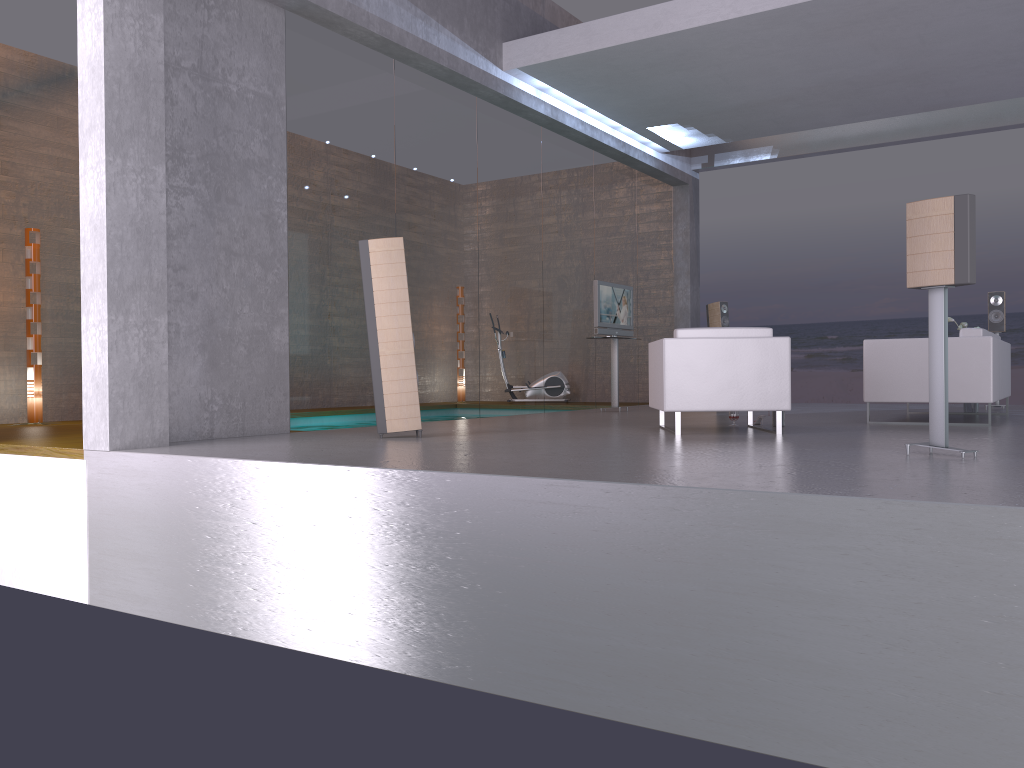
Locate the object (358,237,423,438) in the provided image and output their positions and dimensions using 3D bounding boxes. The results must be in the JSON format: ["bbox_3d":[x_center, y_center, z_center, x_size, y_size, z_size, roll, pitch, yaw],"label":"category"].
[{"bbox_3d":[-0.901,-0.340,6.557,0.444,1.473,0.244,-1,1,-13],"label":"object"}]

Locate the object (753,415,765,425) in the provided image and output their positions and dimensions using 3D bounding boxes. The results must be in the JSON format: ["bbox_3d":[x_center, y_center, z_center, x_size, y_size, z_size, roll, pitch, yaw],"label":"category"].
[{"bbox_3d":[2.163,0.314,7.789,0.079,0.087,0.235,-1,0,-1],"label":"object"}]

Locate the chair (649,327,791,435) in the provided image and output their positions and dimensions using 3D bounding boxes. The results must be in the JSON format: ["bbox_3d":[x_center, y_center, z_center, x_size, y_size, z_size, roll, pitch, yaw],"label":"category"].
[{"bbox_3d":[1.612,-0.032,7.061,0.936,0.808,1.026,-1,0,2],"label":"chair"}]

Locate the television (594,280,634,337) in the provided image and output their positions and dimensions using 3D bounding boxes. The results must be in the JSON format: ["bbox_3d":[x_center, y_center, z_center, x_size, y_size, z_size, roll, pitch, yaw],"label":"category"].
[{"bbox_3d":[1.265,-0.920,10.967,0.054,0.644,1.000,0,1,32],"label":"television"}]

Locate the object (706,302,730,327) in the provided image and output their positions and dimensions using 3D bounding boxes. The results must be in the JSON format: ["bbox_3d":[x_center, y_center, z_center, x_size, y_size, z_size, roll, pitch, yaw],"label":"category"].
[{"bbox_3d":[2.950,-0.428,12.630,0.244,1.469,0.444,-1,1,-33],"label":"object"}]

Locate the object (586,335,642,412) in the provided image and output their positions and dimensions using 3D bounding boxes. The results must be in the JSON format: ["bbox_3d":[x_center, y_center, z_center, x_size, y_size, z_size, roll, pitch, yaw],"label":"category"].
[{"bbox_3d":[1.273,-0.141,10.977,0.360,0.958,0.818,0,1,32],"label":"object"}]

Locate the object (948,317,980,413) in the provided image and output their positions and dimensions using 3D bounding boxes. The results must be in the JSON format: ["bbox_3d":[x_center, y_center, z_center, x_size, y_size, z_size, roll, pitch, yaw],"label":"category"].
[{"bbox_3d":[5.001,-0.213,9.667,0.400,1.051,0.387,-1,1,-20],"label":"object"}]

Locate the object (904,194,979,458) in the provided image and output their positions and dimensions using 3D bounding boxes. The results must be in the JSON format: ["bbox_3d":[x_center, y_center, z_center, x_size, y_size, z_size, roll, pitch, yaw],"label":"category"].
[{"bbox_3d":[2.287,-0.301,4.725,0.243,1.363,0.333,-1,1,-27],"label":"object"}]

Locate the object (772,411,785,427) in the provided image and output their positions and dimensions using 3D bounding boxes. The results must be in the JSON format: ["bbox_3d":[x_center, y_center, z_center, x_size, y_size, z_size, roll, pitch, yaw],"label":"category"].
[{"bbox_3d":[2.245,0.142,7.472,0.109,0.435,0.109,-1,1,-31],"label":"object"}]

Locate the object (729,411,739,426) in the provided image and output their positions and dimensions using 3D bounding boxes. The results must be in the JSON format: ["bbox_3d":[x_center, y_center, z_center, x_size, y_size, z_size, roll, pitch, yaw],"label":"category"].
[{"bbox_3d":[1.931,0.245,7.718,0.091,0.233,0.091,-1,1,-30],"label":"object"}]

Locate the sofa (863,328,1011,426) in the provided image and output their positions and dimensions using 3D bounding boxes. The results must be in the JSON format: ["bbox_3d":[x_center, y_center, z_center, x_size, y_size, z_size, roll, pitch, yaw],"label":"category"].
[{"bbox_3d":[4.117,-0.078,8.492,1.026,0.824,2.353,0,1,32],"label":"sofa"}]

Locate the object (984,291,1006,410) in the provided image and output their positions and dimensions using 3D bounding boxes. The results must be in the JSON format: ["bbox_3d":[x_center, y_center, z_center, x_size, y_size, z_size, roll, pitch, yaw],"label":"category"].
[{"bbox_3d":[5.650,-0.381,10.303,0.243,1.363,0.333,0,1,38],"label":"object"}]
